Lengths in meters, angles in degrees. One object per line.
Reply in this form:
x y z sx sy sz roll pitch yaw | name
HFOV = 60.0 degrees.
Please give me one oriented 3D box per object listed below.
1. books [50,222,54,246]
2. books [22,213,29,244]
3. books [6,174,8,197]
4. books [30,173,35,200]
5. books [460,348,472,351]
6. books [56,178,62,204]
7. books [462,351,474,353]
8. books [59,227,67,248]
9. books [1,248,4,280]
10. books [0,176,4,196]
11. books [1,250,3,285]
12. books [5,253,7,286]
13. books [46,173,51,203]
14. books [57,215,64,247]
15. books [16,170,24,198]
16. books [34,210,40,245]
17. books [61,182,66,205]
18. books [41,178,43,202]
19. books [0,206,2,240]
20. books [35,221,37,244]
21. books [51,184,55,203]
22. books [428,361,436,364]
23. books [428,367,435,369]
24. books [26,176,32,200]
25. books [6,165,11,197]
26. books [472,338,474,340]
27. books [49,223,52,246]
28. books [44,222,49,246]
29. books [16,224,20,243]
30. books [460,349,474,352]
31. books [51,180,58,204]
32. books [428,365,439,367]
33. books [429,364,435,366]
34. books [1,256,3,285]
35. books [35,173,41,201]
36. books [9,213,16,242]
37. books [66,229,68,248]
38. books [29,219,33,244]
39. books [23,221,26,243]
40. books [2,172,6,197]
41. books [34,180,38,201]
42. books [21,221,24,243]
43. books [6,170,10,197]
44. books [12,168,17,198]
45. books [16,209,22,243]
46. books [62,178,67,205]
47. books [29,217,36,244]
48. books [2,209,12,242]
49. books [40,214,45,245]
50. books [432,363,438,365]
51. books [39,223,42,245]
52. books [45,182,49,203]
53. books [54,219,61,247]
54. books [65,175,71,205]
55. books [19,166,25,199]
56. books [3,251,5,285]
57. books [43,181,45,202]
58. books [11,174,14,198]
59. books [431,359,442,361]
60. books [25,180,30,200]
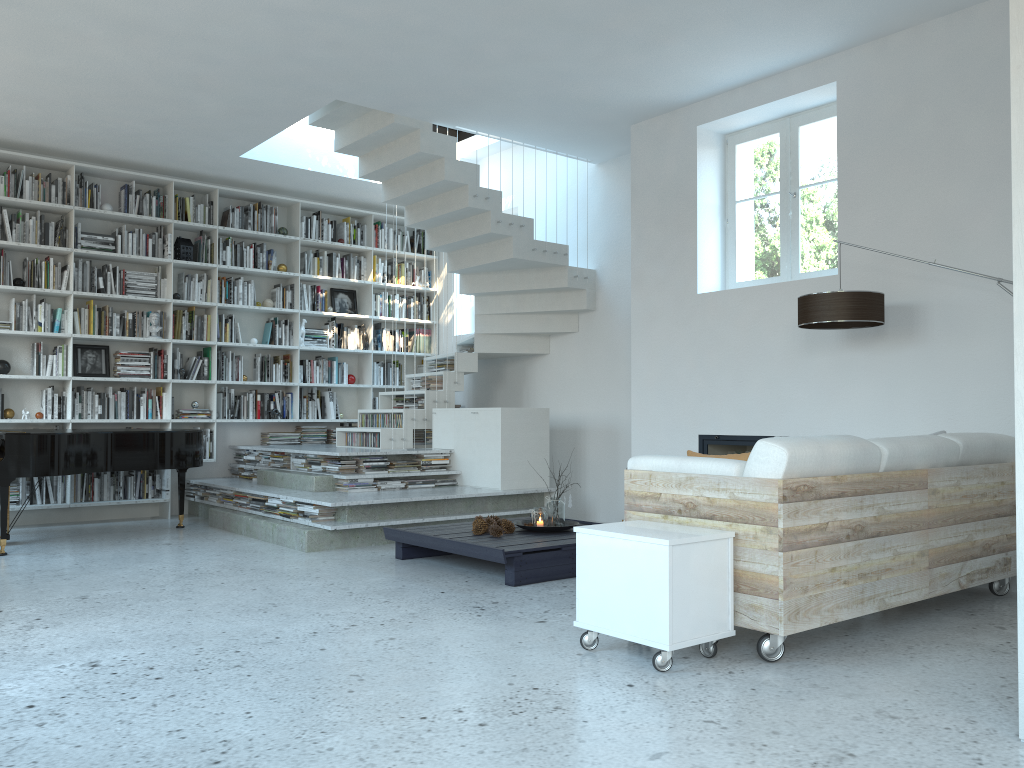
-4.014 -1.280 7.715 0.025 0.237 0.153 1 -2 -39 | books
-4.165 -1.310 7.591 0.026 0.286 0.137 1 -2 -39 | books
-4.278 -1.646 7.487 0.011 0.216 0.160 1 -2 -39 | books
-4.130 -1.667 7.623 0.014 0.269 0.156 1 -2 -39 | books
-0.421 -0.356 9.234 0.160 0.008 0.239 1 -3 -30 | books
-3.972 -1.658 7.754 0.029 0.261 0.151 1 -2 -39 | books
-0.434 -0.324 9.226 0.169 0.010 0.283 1 -2 -24 | books
-3.941 -1.265 7.780 0.028 0.211 0.134 1 -2 -39 | books
-4.300 -0.970 7.471 0.005 0.331 0.161 1 -2 -39 | books
-4.312 -1.639 7.474 0.030 0.201 0.152 1 -2 -39 | books
-4.306 -0.962 7.469 0.005 0.316 0.157 1 -2 -39 | books
-4.273 -0.948 7.464 0.011 0.287 0.189 1 -2 -39 | books
-4.025 -1.672 7.696 0.013 0.285 0.159 1 -2 -39 | books
-3.959 -1.312 7.735 0.058 0.302 0.175 1 -2 -39 | books
-4.201 -1.672 7.546 0.052 0.273 0.172 1 -2 -39 | books
-4.090 -1.322 7.627 0.011 0.313 0.183 1 -2 -39 | books
-3.937 -1.640 7.754 0.026 0.225 0.172 1 -2 -39 | books
-4.075 -1.646 7.651 0.021 0.228 0.161 1 -2 -39 | books
-4.320 -1.329 7.473 0.013 0.315 0.135 1 -2 -39 | books
-4.106 -1.280 7.626 0.013 0.231 0.141 1 -2 -39 | books
-4.004 -1.622 7.703 0.031 0.184 0.177 1 -2 -39 | books
-0.728 -0.220 8.981 0.190 0.015 0.230 1 -2 -25 | books
-0.724 -0.162 8.981 0.184 0.006 0.262 1 -2 -24 | books
-4.145 -1.651 7.609 0.026 0.235 0.134 1 -2 -39 | books
-4.261 -1.687 7.505 0.010 0.299 0.151 1 -2 -39 | books
-0.223 -0.433 8.524 0.300 0.007 0.158 1 -2 -14 | books
-4.022 -1.274 7.689 0.022 0.222 0.161 1 -2 -39 | books
-4.040 -1.272 7.670 0.030 0.217 0.182 1 -2 -39 | books
-4.214 -1.259 7.535 0.028 0.180 0.168 1 -2 -39 | books
-0.426 -0.343 9.231 0.150 0.017 0.288 1 -2 -24 | books
-3.988 -1.647 7.729 0.026 0.237 0.149 1 -2 -39 | books
-0.725 -0.176 8.981 0.171 0.011 0.232 1 -2 -28 | books
-0.723 -0.192 8.983 0.168 0.005 0.292 1 -2 -21 | books
-4.303 -0.936 7.454 0.010 0.261 0.158 1 -2 -39 | books
-4.084 -1.665 7.635 0.014 0.266 0.192 1 -2 -39 | books
-4.239 -1.302 7.524 0.027 0.265 0.168 1 -2 -39 | books
-3.927 -1.255 7.800 0.019 0.194 0.098 1 -2 -39 | books
-4.131 -1.280 7.586 0.021 0.226 0.191 1 -2 -39 | books
-4.171 -1.271 7.569 0.010 0.208 0.173 1 -2 -39 | books
-4.292 -1.655 7.485 0.013 0.234 0.154 1 -2 -39 | books
-4.119 -1.638 7.642 0.029 0.213 0.141 1 -2 -39 | books
-4.200 -1.273 7.579 0.024 0.212 0.128 1 -2 -39 | books
-4.269 -1.663 7.496 0.013 0.251 0.183 1 -2 -39 | books
-4.228 -1.674 7.528 0.013 0.276 0.164 1 -2 -39 | books
-4.198 -1.322 7.549 0.012 0.307 0.145 1 -2 -39 | books
-3.927 -1.660 7.773 0.014 0.267 0.171 1 -2 -39 | books
-4.124 -1.296 7.617 0.028 0.261 0.135 1 -2 -39 | books
-4.269 -1.314 7.480 0.075 0.285 0.178 1 -2 -39 | books
-4.073 -1.309 7.670 0.022 0.290 0.146 1 -2 -39 | books
-0.704 -0.203 8.991 0.136 0.017 0.298 1 -2 -23 | books
-4.089 -1.271 7.653 0.024 0.213 0.150 1 -2 -39 | books
-4.037 -1.631 7.662 0.026 0.200 0.187 1 -2 -39 | books
-3.971 -1.293 7.725 0.055 0.263 0.167 1 -2 -39 | books
-3.908 -1.670 7.782 0.026 0.288 0.176 1 -2 -39 | books
-4.184 -1.692 7.578 0.014 0.315 0.166 1 -2 -39 | books
-4.295 -0.957 7.472 0.005 0.305 0.162 1 -2 -39 | books
-4.054 -1.635 7.652 0.013 0.207 0.178 1 -2 -39 | books
-4.253 -1.654 7.526 0.029 0.235 0.130 1 -2 -39 | books
-0.719 -0.234 8.986 0.165 0.014 0.236 1 -2 -22 | books
-4.162 -1.629 7.584 0.031 0.190 0.181 1 -2 -39 | books
